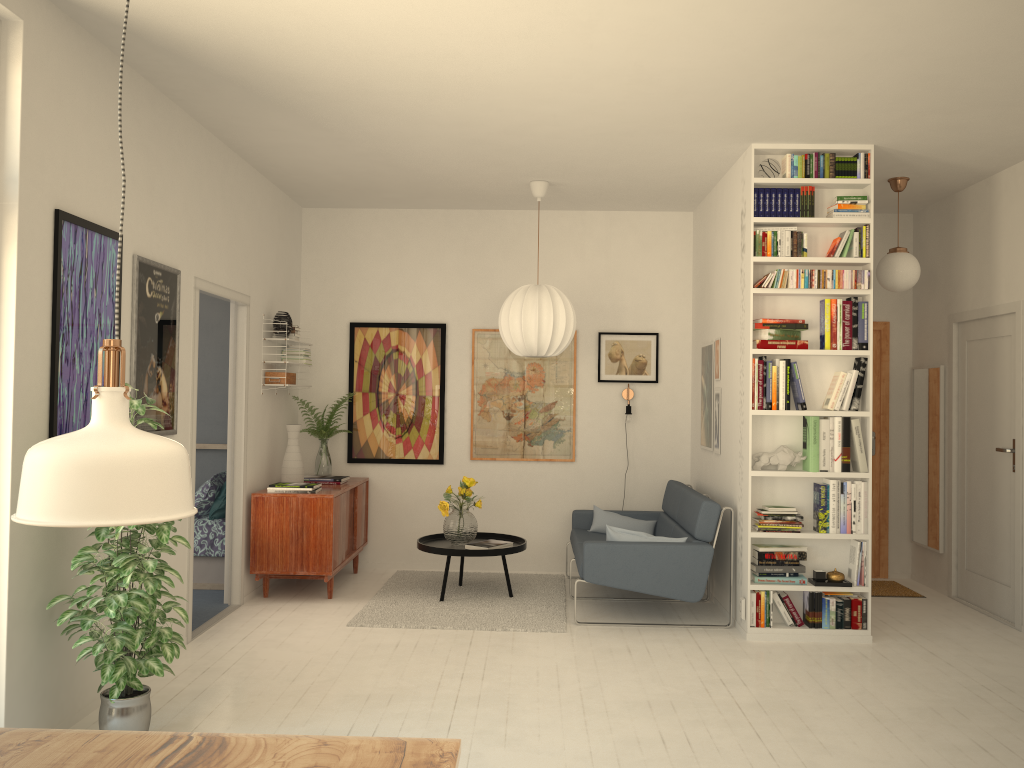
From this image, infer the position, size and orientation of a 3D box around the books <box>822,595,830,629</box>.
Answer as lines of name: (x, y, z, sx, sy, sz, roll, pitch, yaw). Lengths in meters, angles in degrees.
books: (1.827, 1.334, 5.257, 0.044, 0.179, 0.224, 1, -1, 1)

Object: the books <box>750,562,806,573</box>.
books: (1.563, 1.085, 5.258, 0.297, 0.039, 0.165, 1, -1, -4)

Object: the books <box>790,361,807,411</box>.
books: (1.683, 0.013, 5.281, 0.093, 0.288, 0.200, 1, -1, 1)

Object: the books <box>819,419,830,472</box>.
books: (1.825, 0.364, 5.274, 0.065, 0.311, 0.199, 1, -1, 1)

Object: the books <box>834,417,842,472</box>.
books: (1.902, 0.356, 5.277, 0.037, 0.324, 0.240, 1, -1, 1)

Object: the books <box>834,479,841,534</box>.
books: (1.905, 0.718, 5.278, 0.027, 0.311, 0.228, 1, -1, 1)

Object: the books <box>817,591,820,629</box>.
books: (1.782, 1.315, 5.246, 0.015, 0.214, 0.202, 1, -1, 1)

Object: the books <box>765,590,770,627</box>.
books: (1.495, 1.312, 5.262, 0.021, 0.215, 0.174, 1, -1, 1)

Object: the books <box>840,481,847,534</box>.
books: (1.935, 0.725, 5.237, 0.035, 0.304, 0.150, 1, -1, 1)

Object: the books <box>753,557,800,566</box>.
books: (1.558, 1.049, 5.258, 0.247, 0.039, 0.143, 1, -1, -2)

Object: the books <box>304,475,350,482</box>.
books: (-1.426, 0.707, 6.637, 0.368, 0.020, 0.255, 1, -1, 4)

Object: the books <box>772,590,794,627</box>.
books: (1.583, 1.319, 5.247, 0.135, 0.200, 0.134, 1, -1, 1)

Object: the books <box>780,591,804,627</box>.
books: (1.645, 1.327, 5.245, 0.131, 0.188, 0.136, 1, -1, 1)

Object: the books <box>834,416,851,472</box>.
books: (1.950, 0.354, 5.271, 0.056, 0.327, 0.202, 1, -1, 1)

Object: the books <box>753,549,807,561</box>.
books: (1.577, 1.006, 5.261, 0.285, 0.047, 0.185, 1, -1, 1)

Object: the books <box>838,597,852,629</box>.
books: (1.952, 1.340, 5.263, 0.050, 0.170, 0.221, 1, -1, 1)

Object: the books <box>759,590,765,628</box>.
books: (1.462, 1.314, 5.248, 0.020, 0.211, 0.184, 1, -1, 1)

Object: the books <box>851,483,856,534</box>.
books: (1.989, 0.729, 5.253, 0.022, 0.291, 0.208, 1, -1, 1)

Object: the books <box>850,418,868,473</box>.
books: (2.028, 0.361, 5.276, 0.099, 0.316, 0.228, 1, -1, 1)

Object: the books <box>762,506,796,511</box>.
books: (1.577, 0.736, 5.249, 0.166, 0.019, 0.127, 1, -1, -5)

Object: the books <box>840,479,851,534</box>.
books: (1.966, 0.721, 5.268, 0.025, 0.305, 0.213, 1, -1, 1)

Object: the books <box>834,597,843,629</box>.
books: (1.903, 1.343, 5.250, 0.048, 0.163, 0.209, 1, -1, 1)

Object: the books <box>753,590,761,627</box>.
books: (1.438, 1.317, 5.253, 0.026, 0.206, 0.187, 1, -1, 1)

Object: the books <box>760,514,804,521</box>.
books: (1.594, 0.786, 5.267, 0.235, 0.025, 0.163, 1, -1, 8)

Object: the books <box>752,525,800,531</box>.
books: (1.555, 0.850, 5.247, 0.246, 0.014, 0.173, 1, -1, 0)

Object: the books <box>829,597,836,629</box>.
books: (1.863, 1.335, 5.251, 0.032, 0.176, 0.222, 1, -1, 1)

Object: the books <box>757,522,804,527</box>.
books: (1.592, 0.827, 5.281, 0.255, 0.014, 0.197, 1, -1, 11)

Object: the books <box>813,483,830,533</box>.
books: (1.825, 0.730, 5.266, 0.057, 0.284, 0.200, 1, -1, 1)

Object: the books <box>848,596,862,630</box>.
books: (2.005, 1.336, 5.242, 0.056, 0.180, 0.202, 1, -1, 1)

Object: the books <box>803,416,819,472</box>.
books: (1.764, 0.353, 5.272, 0.056, 0.328, 0.228, 1, -1, 1)

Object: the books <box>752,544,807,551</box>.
books: (1.582, 0.969, 5.276, 0.297, 0.024, 0.162, 1, -1, -8)

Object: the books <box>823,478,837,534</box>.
books: (1.873, 0.717, 5.277, 0.037, 0.312, 0.241, 1, -1, 1)

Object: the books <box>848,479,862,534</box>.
books: (2.019, 0.722, 5.242, 0.037, 0.308, 0.161, 1, -1, 1)

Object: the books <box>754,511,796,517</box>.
books: (1.551, 0.767, 5.261, 0.221, 0.010, 0.169, 1, -1, 4)

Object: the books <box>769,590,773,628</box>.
books: (1.510, 1.312, 5.246, 0.010, 0.215, 0.193, 1, -1, 1)

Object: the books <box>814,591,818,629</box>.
books: (1.767, 1.314, 5.239, 0.015, 0.214, 0.202, 1, -1, 1)

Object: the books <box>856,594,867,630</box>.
books: (2.050, 1.338, 5.259, 0.032, 0.176, 0.230, 1, -1, 1)

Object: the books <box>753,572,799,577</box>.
books: (1.555, 1.116, 5.273, 0.241, 0.024, 0.168, 1, -1, -4)

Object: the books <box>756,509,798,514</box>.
books: (1.566, 0.754, 5.269, 0.212, 0.017, 0.165, 1, -1, -1)

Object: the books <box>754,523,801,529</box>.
books: (1.567, 0.838, 5.256, 0.248, 0.009, 0.171, 1, -1, 4)

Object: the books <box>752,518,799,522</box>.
books: (1.556, 0.804, 5.246, 0.238, 0.012, 0.120, 1, -1, -4)

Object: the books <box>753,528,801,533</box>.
books: (1.561, 0.862, 5.250, 0.247, 0.009, 0.170, 1, -1, 4)

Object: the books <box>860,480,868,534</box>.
books: (2.056, 0.724, 5.272, 0.039, 0.303, 0.229, 1, -1, 1)

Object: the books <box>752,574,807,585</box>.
books: (1.579, 1.151, 5.271, 0.297, 0.038, 0.204, 1, -1, 6)

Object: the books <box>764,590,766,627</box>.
books: (1.478, 1.316, 5.261, 0.012, 0.206, 0.193, 1, -1, 1)

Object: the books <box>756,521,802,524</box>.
books: (1.572, 0.815, 5.263, 0.250, 0.008, 0.135, 1, -1, -2)

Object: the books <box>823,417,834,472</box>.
books: (1.870, 0.357, 5.292, 0.023, 0.321, 0.235, 1, -1, 1)

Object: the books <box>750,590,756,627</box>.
books: (1.405, 1.321, 5.257, 0.039, 0.199, 0.185, 1, -1, 1)

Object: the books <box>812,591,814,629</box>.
books: (1.752, 1.314, 5.252, 0.015, 0.214, 0.202, 1, -1, 1)

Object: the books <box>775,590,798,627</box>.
books: (1.613, 1.323, 5.239, 0.118, 0.192, 0.118, 1, -1, 1)
